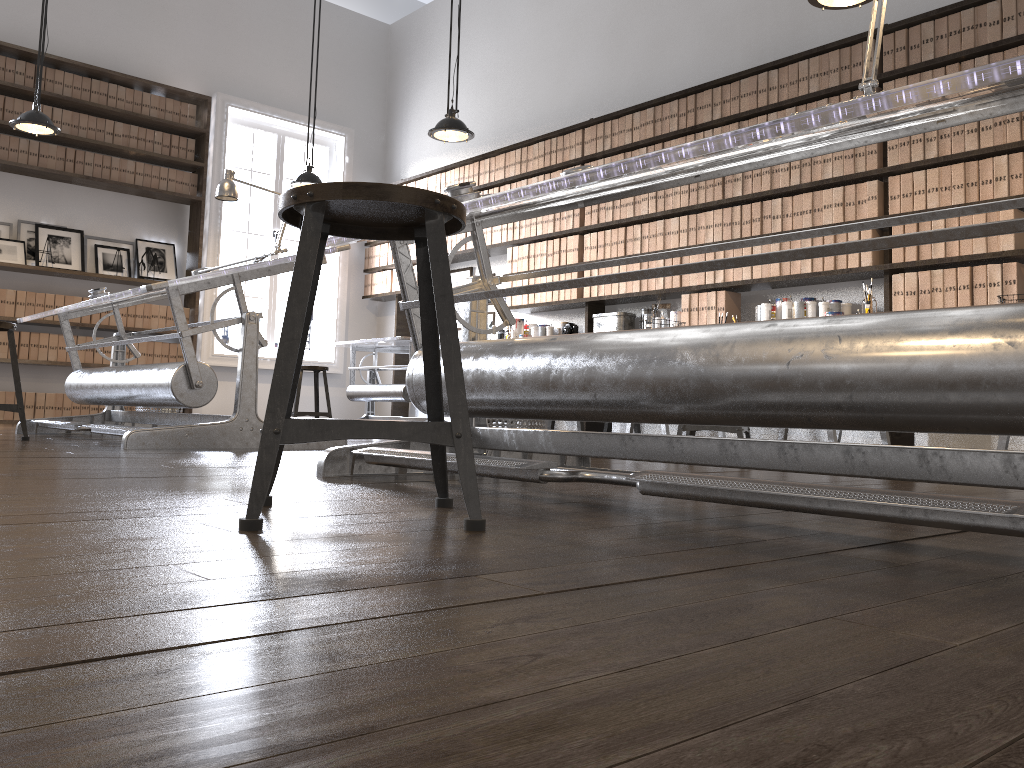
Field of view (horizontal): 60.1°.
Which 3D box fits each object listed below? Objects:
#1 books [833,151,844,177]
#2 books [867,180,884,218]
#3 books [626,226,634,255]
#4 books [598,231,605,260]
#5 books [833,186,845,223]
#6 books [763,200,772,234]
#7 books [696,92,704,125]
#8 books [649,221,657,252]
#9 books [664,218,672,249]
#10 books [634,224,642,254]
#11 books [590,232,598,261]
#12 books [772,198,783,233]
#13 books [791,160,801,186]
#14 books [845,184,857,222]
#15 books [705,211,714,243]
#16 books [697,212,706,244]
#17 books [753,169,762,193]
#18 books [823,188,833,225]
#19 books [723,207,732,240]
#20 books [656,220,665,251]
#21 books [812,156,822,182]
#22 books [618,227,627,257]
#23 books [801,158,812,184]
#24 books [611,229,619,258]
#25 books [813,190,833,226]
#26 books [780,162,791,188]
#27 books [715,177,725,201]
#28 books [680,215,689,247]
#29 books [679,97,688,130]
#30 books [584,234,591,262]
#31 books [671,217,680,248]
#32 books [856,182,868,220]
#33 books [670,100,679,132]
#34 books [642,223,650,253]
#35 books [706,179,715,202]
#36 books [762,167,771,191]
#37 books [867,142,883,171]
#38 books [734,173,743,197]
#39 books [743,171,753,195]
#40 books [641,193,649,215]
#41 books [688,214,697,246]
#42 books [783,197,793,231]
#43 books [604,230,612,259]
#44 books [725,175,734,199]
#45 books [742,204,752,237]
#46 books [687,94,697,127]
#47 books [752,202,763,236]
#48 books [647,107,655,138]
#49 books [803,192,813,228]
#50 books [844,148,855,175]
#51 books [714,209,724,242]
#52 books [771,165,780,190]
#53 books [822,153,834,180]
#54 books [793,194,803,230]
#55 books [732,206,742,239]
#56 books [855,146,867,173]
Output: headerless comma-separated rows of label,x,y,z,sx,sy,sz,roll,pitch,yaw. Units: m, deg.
books,1.972,-1.308,5.229,0.174,0.226,0.066,5,-6,-41
books,2.097,-1.033,5.053,0.174,0.227,0.067,5,-6,-41
books,0.912,-1.018,6.413,0.174,0.226,0.066,5,-6,-41
books,0.723,-1.017,6.617,0.174,0.227,0.067,5,-6,-41
books,1.963,-1.031,5.207,0.174,0.227,0.067,5,-6,-41
books,1.653,-1.027,5.568,0.174,0.226,0.066,5,-6,-41
books,1.335,-1.853,6.032,0.174,0.226,0.066,5,-6,-41
books,1.051,-1.020,6.253,0.174,0.226,0.066,5,-6,-41
books,1.139,-1.021,6.151,0.174,0.226,0.066,5,-6,-41
books,0.955,-1.019,6.357,0.174,0.226,0.066,5,-6,-41
books,0.676,-1.016,6.672,0.174,0.226,0.066,5,-6,-41
books,1.696,-1.028,5.512,0.174,0.226,0.066,5,-6,-41
books,1.787,-1.306,5.442,0.174,0.227,0.067,5,-6,-41
books,2.012,-1.031,5.157,0.174,0.226,0.066,5,-6,-41
books,1.365,-1.024,5.891,0.174,0.226,0.066,5,-6,-41
books,1.322,-1.023,5.946,0.174,0.226,0.066,5,-6,-41
books,1.613,-1.304,5.647,0.174,0.226,0.066,5,-6,-41
books,1.921,-1.030,5.259,0.174,0.226,0.066,5,-6,-41
books,1.458,-1.025,5.780,0.174,0.227,0.067,5,-6,-41
books,1.091,-1.021,6.199,0.174,0.227,0.067,5,-6,-41
books,1.884,-1.307,5.340,0.174,0.226,0.066,5,-6,-41
books,0.858,-1.018,6.466,0.174,0.227,0.067,5,-6,-41
books,1.837,-1.306,5.391,0.174,0.226,0.066,5,-6,-41
books,0.813,-1.017,6.525,0.174,0.226,0.066,5,-6,-41
books,1.880,-1.030,5.307,0.174,0.226,0.066,5,-6,-41
books,1.741,-1.305,5.497,0.174,0.226,0.066,5,-6,-41
books,1.420,-1.302,5.860,0.174,0.227,0.067,5,-6,-41
books,1.225,-1.022,6.048,0.174,0.227,0.067,5,-6,-41
books,1.237,-1.852,6.144,0.174,0.226,0.066,5,-6,-41
books,0.631,-1.015,6.728,0.174,0.226,0.066,5,-6,-41
books,1.179,-1.022,6.103,0.174,0.226,0.066,5,-6,-41
books,2.060,-1.032,5.106,0.174,0.226,0.066,5,-6,-41
books,1.187,-1.851,6.194,0.174,0.226,0.066,5,-6,-41
books,1.005,-1.020,6.306,0.174,0.226,0.066,5,-6,-41
books,1.375,-1.301,5.919,0.174,0.226,0.066,5,-6,-41
books,1.653,-1.305,5.593,0.174,0.227,0.067,5,-6,-41
books,2.108,-1.310,5.082,0.174,0.226,0.066,5,-6,-41
books,1.517,-1.303,5.751,0.174,0.226,0.066,5,-6,-41
books,1.566,-1.303,5.700,0.174,0.226,0.066,5,-6,-41
books,1.006,-1.297,6.334,0.174,0.226,0.066,5,-6,-41
books,1.275,-1.023,5.997,0.174,0.226,0.066,5,-6,-41
books,1.746,-1.028,5.462,0.174,0.226,0.066,5,-6,-41
books,0.768,-1.017,6.573,0.174,0.226,0.066,5,-6,-41
books,1.473,-1.302,5.807,0.174,0.226,0.066,5,-6,-41
books,1.555,-1.026,5.680,0.174,0.226,0.066,5,-6,-41
books,1.282,-1.852,6.084,0.174,0.227,0.067,5,-6,-41
books,1.599,-1.027,5.621,0.174,0.227,0.067,5,-6,-41
books,1.047,-1.850,6.350,0.174,0.227,0.067,5,-6,-41
books,1.833,-1.029,5.354,0.174,0.227,0.067,5,-6,-41
books,2.016,-1.309,5.179,0.174,0.227,0.067,5,-6,-41
books,1.410,-1.025,5.835,0.174,0.226,0.066,5,-6,-41
books,1.701,-1.305,5.545,0.174,0.226,0.066,5,-6,-41
books,1.927,-1.308,5.285,0.174,0.226,0.066,5,-6,-41
books,1.793,-1.029,5.408,0.174,0.226,0.066,5,-6,-41
books,1.503,-1.026,5.736,0.174,0.226,0.066,5,-6,-41
books,2.061,-1.309,5.134,0.174,0.226,0.066,5,-6,-41
